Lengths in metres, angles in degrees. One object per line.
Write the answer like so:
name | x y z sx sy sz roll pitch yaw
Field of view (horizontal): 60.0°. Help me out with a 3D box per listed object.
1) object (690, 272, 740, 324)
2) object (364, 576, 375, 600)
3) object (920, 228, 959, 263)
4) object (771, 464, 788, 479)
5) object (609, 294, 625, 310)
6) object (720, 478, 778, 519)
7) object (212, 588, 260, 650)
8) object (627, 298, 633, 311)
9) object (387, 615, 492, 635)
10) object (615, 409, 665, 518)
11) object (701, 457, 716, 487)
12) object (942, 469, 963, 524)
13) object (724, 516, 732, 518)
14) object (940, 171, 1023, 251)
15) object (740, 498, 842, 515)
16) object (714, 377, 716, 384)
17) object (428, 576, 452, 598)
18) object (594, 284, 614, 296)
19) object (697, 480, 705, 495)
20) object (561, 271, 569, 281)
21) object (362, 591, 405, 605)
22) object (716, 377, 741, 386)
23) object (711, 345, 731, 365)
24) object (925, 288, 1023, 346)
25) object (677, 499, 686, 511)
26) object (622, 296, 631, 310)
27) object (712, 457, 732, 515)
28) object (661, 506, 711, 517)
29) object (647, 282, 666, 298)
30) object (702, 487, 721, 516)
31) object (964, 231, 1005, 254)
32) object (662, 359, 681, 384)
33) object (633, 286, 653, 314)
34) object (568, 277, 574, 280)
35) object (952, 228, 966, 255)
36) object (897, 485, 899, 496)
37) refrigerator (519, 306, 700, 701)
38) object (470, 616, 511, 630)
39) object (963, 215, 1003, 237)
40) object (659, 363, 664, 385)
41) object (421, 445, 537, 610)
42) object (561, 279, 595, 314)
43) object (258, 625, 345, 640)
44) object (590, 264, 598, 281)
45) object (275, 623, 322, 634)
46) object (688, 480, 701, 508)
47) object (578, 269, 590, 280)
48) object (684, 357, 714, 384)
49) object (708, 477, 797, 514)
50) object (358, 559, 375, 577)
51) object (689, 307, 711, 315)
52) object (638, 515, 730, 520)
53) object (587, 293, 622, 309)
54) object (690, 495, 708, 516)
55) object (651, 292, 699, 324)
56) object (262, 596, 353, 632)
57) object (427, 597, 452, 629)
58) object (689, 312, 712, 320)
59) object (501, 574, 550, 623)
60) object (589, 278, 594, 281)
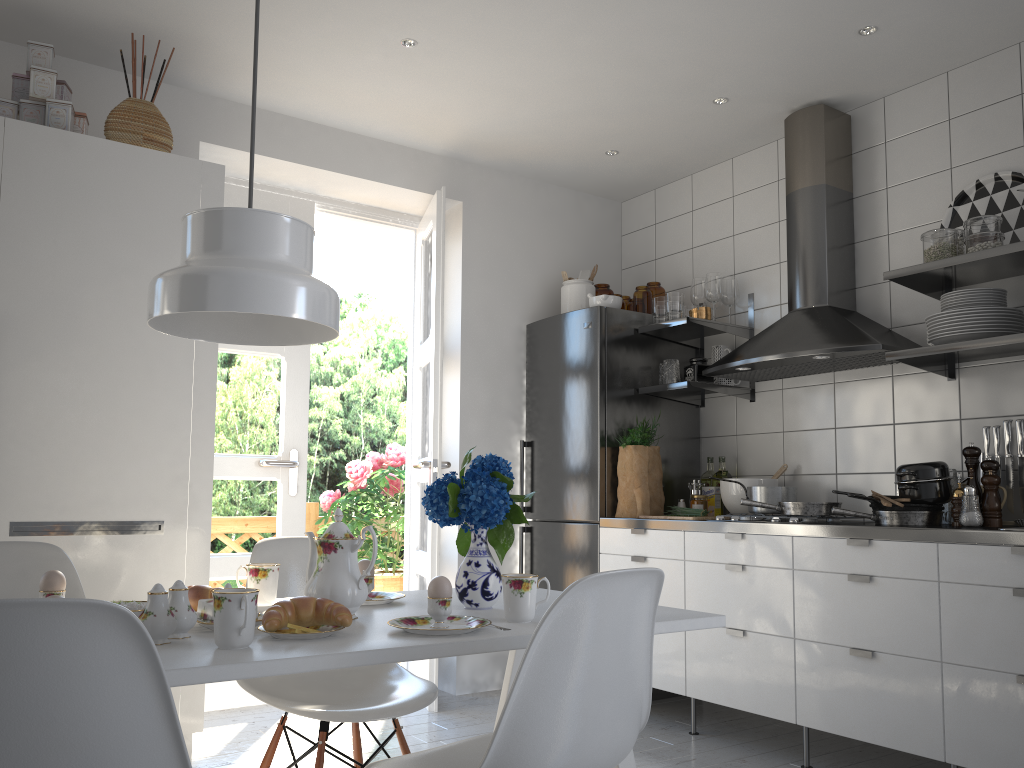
object | 0.957 -0.381 4.197 0.206 0.243 0.193 5 -8 -36
object | -0.358 0.495 2.151 0.048 0.057 0.048 0 -6 6
object | 1.489 -0.464 3.082 0.121 0.130 0.121 -5 -8 41
object | 1.094 0.465 3.877 0.221 0.231 0.081 -1 -6 16
object | 0.520 -0.374 4.513 0.113 0.154 0.113 1 -6 -6
object | 1.042 0.506 3.896 0.247 0.174 0.248 0 -7 6
object | -0.466 0.394 1.484 0.078 0.095 0.091 0 -6 2
object | 0.628 -0.364 4.481 0.093 0.127 0.093 2 -6 -13
object | -0.139 0.465 1.702 0.201 0.016 0.201 5 -9 -29
object | 0.585 0.361 4.018 0.174 0.507 0.283 -5 -8 42
object | 0.933 0.484 4.161 0.066 0.281 0.066 5 -7 -39
object | 1.604 0.415 3.269 0.081 0.200 0.101 2 -6 -15
object | 0.879 0.611 4.068 0.272 0.008 0.180 6 -9 -34
object | 1.746 -0.575 3.220 0.053 0.392 0.396 4 -7 -34
object | 1.075 0.468 3.380 0.352 0.060 0.233 -4 -9 34
object | 0.951 -0.023 4.183 0.108 0.100 0.083 -6 -9 44
object | -0.139 0.401 1.708 0.048 0.062 0.048 4 -7 -30
object | 0.470 -0.399 4.633 0.117 0.235 0.118 1 -6 -9
object | 0.871 0.534 4.129 0.059 0.172 0.059 -1 -6 15
object | 0.289 -0.437 4.496 0.054 0.261 0.149 -3 -7 30
object | -0.359 0.521 2.149 0.201 0.016 0.201 5 -9 -29
object | 0.999 -0.032 4.115 0.108 0.100 0.083 -6 -9 44
object | 0.978 -0.128 4.151 0.083 0.100 0.109 1 -6 0
object | 1.585 -0.214 3.039 0.301 0.194 0.307 4 -8 -30
object | 0.780 0.571 4.075 0.046 0.084 0.046 -3 -7 33
object | 0.586 -0.367 4.687 0.113 0.186 0.113 1 -6 -5
object | 0.975 0.475 4.091 0.082 0.281 0.090 4 -7 -34
object | 0.724 0.545 3.775 0.142 0.053 0.277 3 -8 -19
object | 0.707 -0.406 4.415 0.097 0.194 0.097 4 -7 -35
object | 0.918 0.544 4.078 0.044 0.140 0.077 4 -7 -34
object | 1.571 -0.456 2.946 0.121 0.079 0.121 -5 -9 41
object | 0.730 -0.051 4.059 0.086 0.119 0.086 5 -8 -38
object | 0.640 -0.397 4.331 0.093 0.153 0.093 2 -6 -12
object | 0.312 -0.431 4.503 0.061 0.250 0.118 1 -6 -5
object | 1.584 -0.466 3.215 0.121 0.170 0.122 2 -6 -15
object | 1.504 0.422 3.330 0.081 0.201 0.101 6 -8 -44
refrigerator | 0.474 0.587 4.370 0.695 1.794 0.577 4 -7 -34
object | -0.049 0.475 1.761 0.032 0.011 0.140 5 -9 -31
object | 1.629 -0.486 3.062 0.121 0.170 0.122 2 -6 -15
object | 0.729 -0.038 4.158 0.086 0.119 0.086 3 -7 -24
object | -0.080 0.333 2.069 0.236 0.375 0.266 4 -7 -32
object | 0.335 -0.408 4.477 0.174 0.207 0.174 5 -8 -39
object | -0.385 0.453 1.623 0.158 0.016 0.158 4 -8 -24
object | 0.386 -0.455 4.475 0.131 0.295 0.056 -3 -7 35
object | -0.380 0.439 1.590 0.070 0.036 0.109 4 -8 -26
object | 0.839 0.527 4.073 0.059 0.172 0.059 -1 -6 15
object | 0.342 -0.452 4.489 0.064 0.289 0.141 -2 -6 29
object | 0.847 -0.057 4.020 0.100 0.122 0.100 3 -7 -25
object | 1.004 0.460 3.677 0.348 0.153 0.201 0 -7 5
object | -0.358 0.457 2.154 0.048 0.062 0.048 4 -7 -30
object | 0.855 -0.319 4.034 0.099 0.048 0.100 2 -7 -11
object | 0.728 0.568 3.770 0.220 0.012 0.331 6 -9 -34
object | 0.456 -0.385 4.267 0.173 0.109 0.159 6 -9 -39
object | 0.845 0.553 4.000 0.078 0.101 0.078 -2 -7 22
object | 0.759 -0.335 4.138 0.229 0.134 0.190 7 -9 -44
object | -0.382 0.426 1.643 0.161 0.057 0.124 3 -7 -20
object | -0.139 0.438 1.705 0.048 0.057 0.048 0 -6 6
object | 0.857 -0.297 4.031 0.100 0.036 0.100 2 -7 -15
object | 0.021 0.444 1.839 0.091 0.095 0.078 6 -8 -41
object | 0.383 -0.431 4.481 0.050 0.246 0.115 -1 -6 20
